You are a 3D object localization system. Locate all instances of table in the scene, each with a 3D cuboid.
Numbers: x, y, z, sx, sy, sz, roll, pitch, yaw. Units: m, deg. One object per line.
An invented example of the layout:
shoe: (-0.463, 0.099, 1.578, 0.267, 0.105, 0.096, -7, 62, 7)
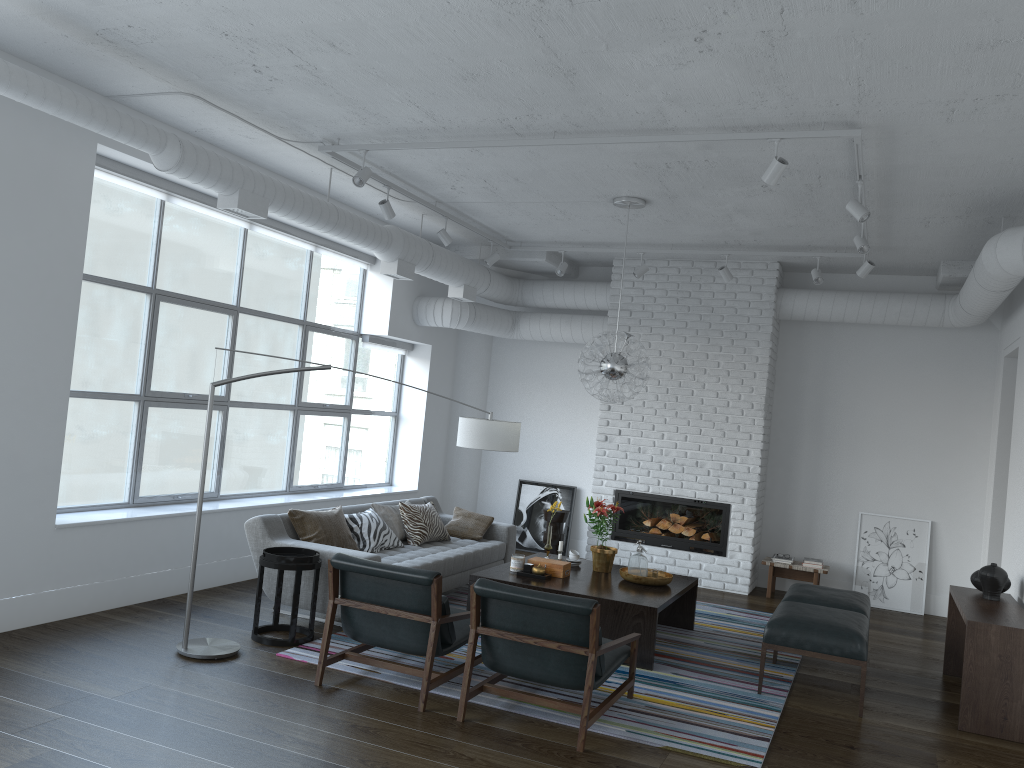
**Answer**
table: (2.721, 1.900, 8.544, 0.605, 0.345, 0.405, 5, -2, 23)
table: (0.553, 1.589, 6.422, 1.306, 0.394, 1.362, 5, -2, 23)
table: (-1.400, 1.313, 5.523, 0.379, 0.536, 0.379, 4, -2, 40)
table: (0.428, 1.569, 9.051, 0.282, 0.558, 0.281, 5, -2, 2)
table: (2.969, 1.695, 5.543, 0.375, 0.617, 1.362, 5, -2, 23)

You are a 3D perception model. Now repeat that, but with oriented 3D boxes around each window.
window: (-2.085, -0.195, 7.628, 0.107, 2.340, 4.566, 5, -2, 23)

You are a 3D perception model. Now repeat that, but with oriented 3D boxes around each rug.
rug: (0.604, 1.795, 6.347, 2.735, 0.012, 3.760, 5, -2, 23)

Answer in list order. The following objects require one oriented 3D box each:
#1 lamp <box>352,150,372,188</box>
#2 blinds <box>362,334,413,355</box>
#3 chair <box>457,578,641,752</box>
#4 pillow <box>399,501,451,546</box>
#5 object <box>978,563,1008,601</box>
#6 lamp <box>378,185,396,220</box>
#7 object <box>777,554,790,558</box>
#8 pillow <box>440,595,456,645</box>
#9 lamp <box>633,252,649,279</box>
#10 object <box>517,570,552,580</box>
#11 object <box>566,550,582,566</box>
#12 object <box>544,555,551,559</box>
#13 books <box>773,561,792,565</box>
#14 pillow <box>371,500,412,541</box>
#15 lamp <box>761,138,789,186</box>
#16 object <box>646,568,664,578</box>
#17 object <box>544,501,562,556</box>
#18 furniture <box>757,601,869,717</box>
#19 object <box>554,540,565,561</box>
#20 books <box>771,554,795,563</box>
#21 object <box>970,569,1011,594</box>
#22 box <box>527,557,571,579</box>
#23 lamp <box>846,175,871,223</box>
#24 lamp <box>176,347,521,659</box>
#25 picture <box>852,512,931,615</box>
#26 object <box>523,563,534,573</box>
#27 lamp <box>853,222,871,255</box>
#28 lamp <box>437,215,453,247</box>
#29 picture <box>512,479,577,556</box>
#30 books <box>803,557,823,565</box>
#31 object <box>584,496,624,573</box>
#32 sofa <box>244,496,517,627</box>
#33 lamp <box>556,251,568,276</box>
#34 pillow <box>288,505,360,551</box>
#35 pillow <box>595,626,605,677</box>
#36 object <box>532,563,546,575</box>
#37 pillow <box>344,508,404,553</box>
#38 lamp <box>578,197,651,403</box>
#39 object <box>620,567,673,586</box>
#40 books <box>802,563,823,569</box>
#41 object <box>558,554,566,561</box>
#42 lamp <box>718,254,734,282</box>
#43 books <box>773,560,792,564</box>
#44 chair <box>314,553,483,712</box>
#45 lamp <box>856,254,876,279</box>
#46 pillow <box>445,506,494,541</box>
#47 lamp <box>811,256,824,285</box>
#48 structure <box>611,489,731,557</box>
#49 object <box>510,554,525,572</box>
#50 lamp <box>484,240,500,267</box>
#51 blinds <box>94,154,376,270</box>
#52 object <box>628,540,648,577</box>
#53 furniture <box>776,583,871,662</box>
lamp: (-0.974, -1.416, 5.784, 0.095, 0.285, 0.154, 5, -2, 16)
blinds: (-1.296, -0.404, 9.290, 0.086, 0.130, 0.903, 5, -2, 23)
chair: (0.246, 1.368, 4.695, 0.678, 0.698, 0.983, 5, -2, 23)
pillow: (-0.726, 1.131, 7.296, 0.271, 0.340, 0.576, 5, -2, 27)
object: (3.146, 1.291, 5.804, 0.171, 0.236, 0.171, 5, -2, 28)
lamp: (-0.940, -1.386, 6.714, 0.087, 0.285, 0.154, 5, -2, 32)
object: (2.620, 1.663, 8.612, 0.134, 0.038, 0.093, 6, -2, -10)
pillow: (-0.604, 1.243, 4.844, 0.612, 0.293, 0.246, 5, -2, 23)
lamp: (1.222, -1.130, 8.371, 0.154, 0.285, 0.090, 6, -2, -9)
object: (0.156, 1.335, 6.212, 0.214, 0.023, 0.130, 5, -2, 23)
object: (0.479, 1.338, 6.835, 0.121, 0.113, 0.124, 4, -2, 42)
object: (0.265, 1.340, 6.775, 0.069, 0.078, 0.124, 5, -2, 5)
books: (2.631, 1.717, 8.594, 0.172, 0.011, 0.273, 5, -2, 22)
pillow: (-0.910, 1.138, 7.297, 0.254, 0.318, 0.663, 5, -2, 23)
lamp: (1.421, -1.213, 4.774, 0.088, 0.285, 0.154, 6, -2, -22)
object: (1.032, 1.387, 6.400, 0.085, 0.089, 0.195, 5, -2, 32)
object: (0.319, 1.146, 6.898, 0.121, 0.470, 0.120, 4, -2, 38)
furniture: (1.906, 1.663, 5.542, 0.583, 0.476, 0.827, 5, -2, 23)
object: (0.375, 1.300, 6.885, 0.098, 0.174, 0.098, 5, -2, 17)
books: (2.629, 1.691, 8.597, 0.202, 0.019, 0.280, 5, -2, 21)
object: (3.243, 1.340, 6.011, 0.245, 0.168, 0.245, 5, -2, 14)
box: (0.264, 1.314, 6.354, 0.294, 0.093, 0.169, 5, -2, 23)
lamp: (2.123, -1.126, 5.429, 0.100, 0.285, 0.154, 7, -2, -44)
lamp: (-0.926, 0.755, 5.634, 2.162, 1.738, 0.432, 7, -2, -33)
picture: (3.630, 1.709, 8.495, 0.637, 0.884, 0.093, 5, -2, 23)
object: (0.117, 1.298, 6.254, 0.058, 0.055, 0.058, 5, -2, 23)
lamp: (2.501, -1.064, 6.335, 0.094, 0.285, 0.154, 6, -2, -4)
lamp: (-0.570, -1.325, 7.616, 0.154, 0.285, 0.087, 6, -2, -23)
picture: (0.339, 1.484, 9.828, 0.686, 0.775, 0.130, 5, -2, 23)
books: (2.891, 1.700, 8.511, 0.173, 0.025, 0.238, 5, -2, 21)
object: (0.673, 1.130, 6.670, 0.284, 0.558, 0.275, 6, -2, -15)
sofa: (-0.896, 1.327, 6.922, 0.991, 0.684, 2.541, 5, -2, 23)
lamp: (0.490, -1.192, 8.677, 0.095, 0.285, 0.154, 5, -2, 21)
pillow: (-1.329, 1.060, 6.285, 0.298, 0.338, 0.597, 5, -2, 32)
pillow: (0.170, 1.308, 4.518, 0.612, 0.293, 0.246, 5, -2, 23)
object: (0.190, 1.292, 6.202, 0.103, 0.077, 0.103, 6, -2, -5)
pillow: (-1.089, 1.129, 6.756, 0.346, 0.283, 0.578, 5, -2, 23)
lamp: (0.824, -0.630, 6.756, 0.552, 1.546, 0.552, 5, -2, 10)
object: (0.967, 1.395, 6.407, 0.383, 0.068, 0.383, 6, -2, -25)
books: (2.885, 1.727, 8.502, 0.185, 0.032, 0.267, 5, -2, 21)
object: (0.363, 1.332, 6.720, 0.102, 0.098, 0.102, 6, -2, -28)
lamp: (1.946, -1.068, 8.066, 0.154, 0.285, 0.097, 6, -2, -27)
books: (2.626, 1.705, 8.586, 0.171, 0.011, 0.306, 5, -2, 22)
chair: (-0.528, 1.302, 5.021, 0.678, 0.698, 0.983, 5, -2, 23)
lamp: (2.878, -1.002, 7.215, 0.104, 0.285, 0.154, 6, -2, -27)
pillow: (-0.398, 1.233, 7.777, 0.427, 0.261, 0.236, 5, -2, 24)
lamp: (2.672, -1.007, 7.757, 0.093, 0.285, 0.154, 6, -2, 1)
structure: (1.678, 1.423, 9.079, 1.168, 0.578, 0.675, 5, -2, 23)
object: (0.042, 1.281, 6.344, 0.106, 0.116, 0.117, 5, -2, 2)
lamp: (-0.183, -1.262, 8.523, 0.154, 0.285, 0.087, 6, -2, -18)
blinds: (-2.097, -1.317, 7.203, 0.086, 0.130, 3.613, 5, -2, 23)
object: (0.923, 1.281, 6.471, 0.143, 0.288, 0.143, 6, -2, -6)
furniture: (2.232, 1.716, 6.327, 0.584, 0.478, 0.828, 5, -2, 23)
